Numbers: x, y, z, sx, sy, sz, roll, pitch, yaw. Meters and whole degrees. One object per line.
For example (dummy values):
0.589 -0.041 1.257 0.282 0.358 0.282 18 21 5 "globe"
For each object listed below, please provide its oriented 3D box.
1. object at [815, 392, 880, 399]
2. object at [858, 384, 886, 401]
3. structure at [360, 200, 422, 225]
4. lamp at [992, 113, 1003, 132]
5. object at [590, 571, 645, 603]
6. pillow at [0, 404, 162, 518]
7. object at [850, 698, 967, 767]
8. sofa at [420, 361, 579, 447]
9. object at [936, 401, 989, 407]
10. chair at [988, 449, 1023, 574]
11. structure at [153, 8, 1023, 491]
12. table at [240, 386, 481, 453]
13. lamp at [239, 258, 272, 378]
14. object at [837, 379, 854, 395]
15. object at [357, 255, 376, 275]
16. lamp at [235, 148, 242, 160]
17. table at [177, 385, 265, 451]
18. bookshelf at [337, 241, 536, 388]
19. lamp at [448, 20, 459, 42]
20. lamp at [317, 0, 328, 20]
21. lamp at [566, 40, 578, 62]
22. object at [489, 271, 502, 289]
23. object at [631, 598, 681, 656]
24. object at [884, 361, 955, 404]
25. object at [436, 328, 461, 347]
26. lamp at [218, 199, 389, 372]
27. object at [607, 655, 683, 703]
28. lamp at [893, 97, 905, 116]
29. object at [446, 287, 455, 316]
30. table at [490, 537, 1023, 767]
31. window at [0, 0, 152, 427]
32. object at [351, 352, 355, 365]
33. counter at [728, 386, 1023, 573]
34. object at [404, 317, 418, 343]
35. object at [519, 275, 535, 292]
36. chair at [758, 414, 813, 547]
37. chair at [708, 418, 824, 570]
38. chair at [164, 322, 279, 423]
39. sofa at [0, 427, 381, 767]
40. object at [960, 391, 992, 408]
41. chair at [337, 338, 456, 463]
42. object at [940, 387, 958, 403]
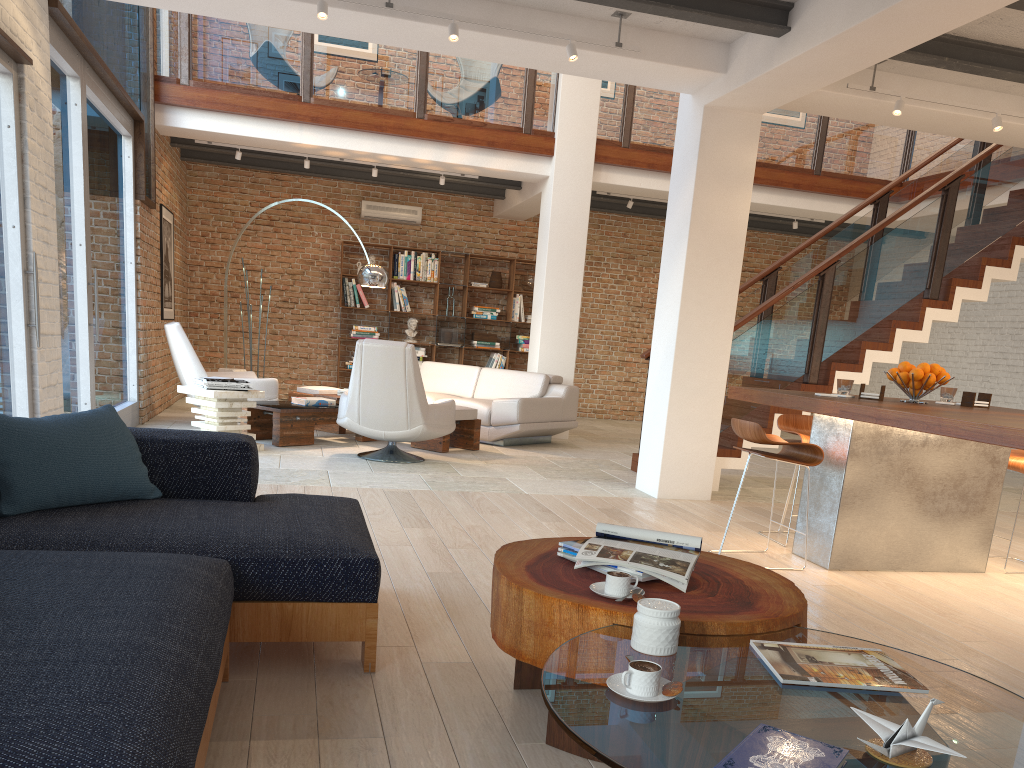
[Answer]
1.838 0.057 4.793 0.396 0.036 0.193 4 3 -10 "object"
1.975 0.044 4.780 0.113 0.084 0.092 8 8 30 "object"
-1.651 -2.337 11.917 0.814 0.226 0.194 4 9 -14 "structure"
3.337 -1.796 5.993 0.061 0.133 0.083 2 10 -12 "lamp"
0.287 0.532 2.301 0.146 0.057 0.170 3 4 -25 "object"
-1.548 0.249 3.000 0.371 0.337 0.558 10 8 36 "pillow"
0.695 0.620 1.558 0.186 0.094 0.190 6 5 11 "object"
-0.515 0.185 9.785 2.293 0.779 1.131 7 7 35 "sofa"
2.577 0.107 4.989 0.287 0.036 0.200 4 3 -14 "object"
3.012 0.703 5.160 0.423 0.798 0.390 2 11 -14 "chair"
2.056 -1.164 6.169 10.173 4.258 13.472 4 4 -14 "structure"
-1.661 0.324 8.517 2.170 0.442 1.951 7 4 37 "table"
-3.299 -0.651 11.144 0.413 1.876 0.194 -7 17 -42 "lamp"
1.837 0.018 4.818 0.091 0.087 0.088 5 8 1 "object"
-1.982 -1.616 11.844 0.252 0.292 0.126 4 11 -6 "object"
-2.965 -2.488 9.450 0.059 0.133 0.084 -6 15 -44 "lamp"
-2.422 0.289 7.265 0.487 0.519 0.489 10 10 35 "table"
-0.903 -0.712 12.357 3.039 2.268 0.352 3 13 -14 "bookshelf"
-0.339 -2.049 5.061 0.061 0.133 0.083 2 10 -12 "lamp"
-1.060 -2.105 4.876 0.061 0.124 0.083 2 10 -12 "lamp"
0.361 -2.001 5.241 0.059 0.133 0.084 -6 15 -44 "lamp"
-0.226 -1.462 12.289 0.190 0.240 0.191 10 11 33 "object"
0.333 0.559 2.013 0.108 0.111 0.105 5 8 2 "object"
2.248 -0.007 4.827 0.356 0.228 0.363 10 8 41 "object"
-0.903 -0.662 12.352 0.336 0.240 0.275 3 7 -14 "object"
-2.238 -0.744 9.338 2.013 2.423 0.311 8 13 21 "lamp"
0.247 0.590 1.812 0.155 0.059 0.263 3 4 -22 "object"
2.578 -1.849 5.807 0.058 0.133 0.086 13 13 35 "lamp"
-0.858 -1.155 12.221 0.122 0.411 0.059 2 13 -11 "object"
0.529 0.816 2.186 1.078 0.459 1.780 4 4 -8 "table"
-2.740 -2.585 4.167 0.648 6.577 11.988 1 6 -14 "window"
-1.293 -0.139 8.647 0.538 0.625 0.309 -3 13 -42 "object"
2.361 0.615 4.315 1.689 0.946 2.427 3 4 -14 "counter"
-1.413 -0.756 12.235 0.196 0.361 0.187 5 11 1 "object"
0.319 -1.421 12.472 0.433 0.225 0.429 7 6 27 "object"
1.823 0.593 5.398 0.405 0.798 0.407 2 11 -14 "chair"
1.360 0.589 4.742 0.423 0.798 0.390 2 11 -14 "chair"
-2.907 -0.074 8.637 0.982 1.028 0.998 0 9 -30 "chair"
-0.624 0.633 1.742 2.083 0.679 3.841 4 3 -14 "sofa"
2.631 0.090 4.941 0.115 0.084 0.091 3 8 -14 "object"
-1.014 0.146 7.345 1.026 1.047 0.944 5 8 2 "chair"
2.497 0.063 4.997 0.091 0.087 0.088 2 8 -17 "object"
